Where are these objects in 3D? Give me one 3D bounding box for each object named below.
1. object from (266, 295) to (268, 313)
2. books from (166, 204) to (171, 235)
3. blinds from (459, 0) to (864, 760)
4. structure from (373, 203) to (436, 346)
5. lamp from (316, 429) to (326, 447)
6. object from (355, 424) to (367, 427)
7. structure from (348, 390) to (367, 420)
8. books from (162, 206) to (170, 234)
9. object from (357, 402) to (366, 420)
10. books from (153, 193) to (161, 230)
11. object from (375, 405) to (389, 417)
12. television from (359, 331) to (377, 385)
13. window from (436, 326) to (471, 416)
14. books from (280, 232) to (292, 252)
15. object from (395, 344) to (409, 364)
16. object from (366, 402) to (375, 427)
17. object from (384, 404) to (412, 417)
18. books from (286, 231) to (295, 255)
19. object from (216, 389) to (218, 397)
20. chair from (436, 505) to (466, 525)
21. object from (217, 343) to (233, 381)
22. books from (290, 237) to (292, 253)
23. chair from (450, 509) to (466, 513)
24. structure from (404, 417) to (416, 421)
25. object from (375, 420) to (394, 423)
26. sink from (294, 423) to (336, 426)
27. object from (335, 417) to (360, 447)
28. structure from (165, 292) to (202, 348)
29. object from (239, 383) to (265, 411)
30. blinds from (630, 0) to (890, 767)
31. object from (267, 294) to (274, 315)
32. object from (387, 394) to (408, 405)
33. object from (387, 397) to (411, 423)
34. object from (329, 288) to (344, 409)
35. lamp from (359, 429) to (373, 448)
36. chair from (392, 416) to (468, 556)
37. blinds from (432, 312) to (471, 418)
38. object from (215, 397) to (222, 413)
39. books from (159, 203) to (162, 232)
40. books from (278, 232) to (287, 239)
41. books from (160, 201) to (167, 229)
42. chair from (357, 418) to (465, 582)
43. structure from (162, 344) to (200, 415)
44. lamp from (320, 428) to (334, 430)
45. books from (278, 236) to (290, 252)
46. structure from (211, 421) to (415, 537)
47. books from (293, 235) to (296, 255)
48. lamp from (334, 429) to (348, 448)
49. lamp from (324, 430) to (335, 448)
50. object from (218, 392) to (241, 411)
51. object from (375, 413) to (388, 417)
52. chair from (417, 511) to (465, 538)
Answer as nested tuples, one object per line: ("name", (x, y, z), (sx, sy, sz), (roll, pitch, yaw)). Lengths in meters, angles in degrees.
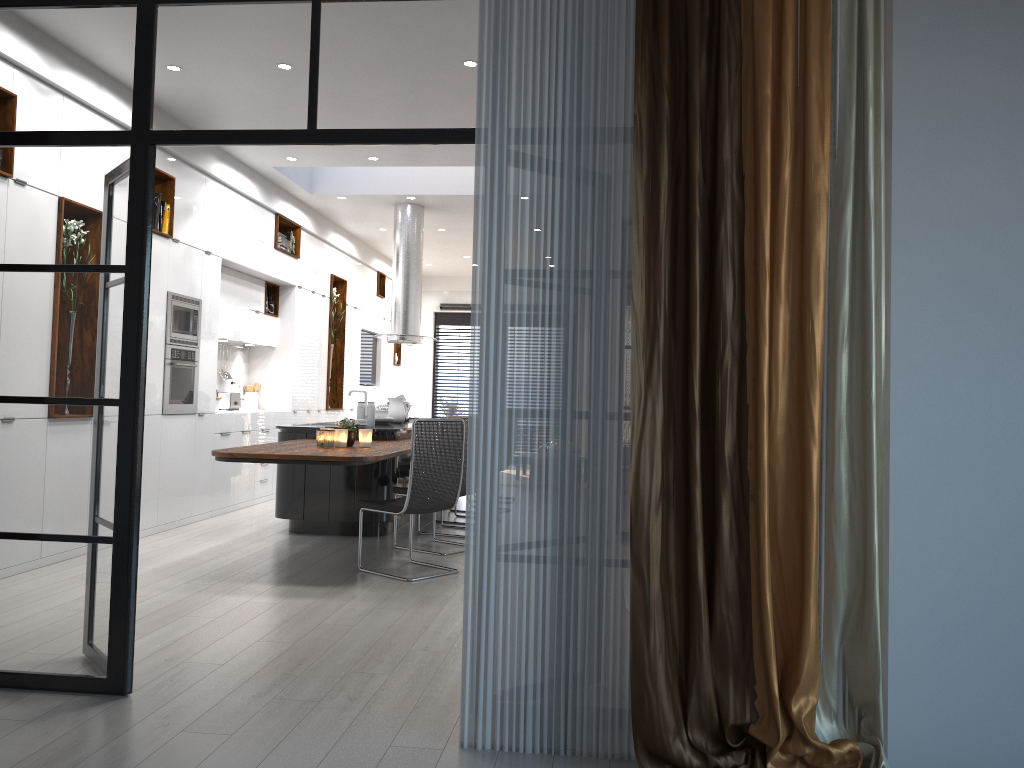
("object", (-2.794, -0.927, 9.915), (0.124, 0.276, 0.124), (2, -2, -6))
("books", (-2.885, -1.334, 7.213), (0.212, 0.264, 0.024), (1, -2, 6))
("blinds", (0.507, -0.302, 2.928), (1.301, 3.072, 0.052), (1, -3, 6))
("structure", (-1.207, -1.254, 10.222), (0.695, 1.610, 1.042), (1, -2, 5))
("lamp", (-1.294, 0.371, 6.034), (0.078, 0.120, 0.078), (2, -2, -11))
("object", (-1.270, 0.350, 7.428), (0.111, 0.023, 0.111), (1, -1, 19))
("structure", (-1.368, 0.211, 7.818), (0.177, 0.311, 0.089), (1, -2, 6))
("books", (-2.874, -1.324, 7.183), (0.184, 0.245, 0.033), (1, -2, 6))
("object", (-1.290, 0.254, 7.580), (0.071, 0.219, 0.071), (3, -3, -30))
("books", (-2.912, -1.369, 7.012), (0.268, 0.322, 0.047), (1, -2, 6))
("object", (-1.340, 0.305, 9.274), (0.211, 0.174, 0.211), (1, -2, 13))
("television", (-2.238, -0.385, 13.490), (0.050, 0.806, 1.186), (1, -1, 6))
("window", (2.924, -1.120, 16.250), (8.566, 5.067, 0.462), (1, -2, 5))
("books", (-2.589, -1.580, 10.005), (0.197, 0.269, 0.025), (1, -2, 6))
("object", (-1.958, -0.645, 15.079), (0.480, 0.627, 0.314), (2, -2, -3))
("object", (-1.207, 0.256, 7.580), (0.071, 0.219, 0.071), (0, -3, 32))
("object", (-1.308, 0.310, 10.143), (0.252, 0.147, 0.266), (3, -2, -41))
("books", (-2.593, -1.587, 10.090), (0.253, 0.312, 0.030), (1, -2, 6))
("object", (-3.023, 0.140, 8.875), (0.220, 0.270, 0.179), (3, -3, -42))
("chair", (-0.411, 0.777, 8.329), (0.537, 1.019, 0.470), (1, -2, 21))
("object", (-3.061, -0.231, 9.445), (0.069, 0.389, 0.320), (1, -2, 7))
("books", (-2.588, -1.578, 10.031), (0.194, 0.273, 0.025), (1, -2, 6))
("chair", (-0.328, 0.794, 9.138), (0.537, 1.019, 0.470), (0, -2, 26))
("structure", (-1.336, 0.395, 10.142), (0.502, 0.026, 0.811), (1, -1, 6))
("object", (-1.276, 0.367, 8.642), (0.264, 0.033, 0.264), (1, -1, 43))
("sink", (-1.579, 0.433, 7.857), (0.485, 0.153, 0.737), (1, -1, 6))
("object", (-1.147, 0.333, 6.193), (0.151, 0.206, 0.157), (1, -2, 23))
("structure", (-2.991, -0.536, 7.519), (0.459, 0.431, 0.594), (1, -2, 6))
("object", (-2.943, 0.138, 9.992), (0.221, 0.316, 0.330), (1, -2, 6))
("blinds", (0.780, -0.304, 2.797), (0.811, 3.048, 0.254), (1, -2, 7))
("object", (-2.774, -0.901, 10.107), (0.123, 0.231, 0.123), (1, -2, 7))
("object", (-1.314, 0.223, 10.145), (0.249, 0.212, 0.256), (0, -2, 42))
("object", (-1.152, 0.263, 8.914), (0.211, 0.254, 0.183), (0, -3, 40))
("object", (-2.401, -0.484, 11.677), (0.322, 1.616, 0.322), (0, -3, 32))
("lamp", (-1.018, 0.377, 6.155), (0.095, 0.124, 0.095), (0, -2, 39))
("chair", (-0.566, 0.747, 6.802), (0.536, 1.019, 0.470), (0, -3, 36))
("blinds", (-0.151, 0.069, 16.177), (2.585, 2.723, 0.357), (1, -2, 6))
("object", (-2.933, 0.193, 8.325), (0.380, 0.148, 0.263), (1, -1, 6))
("books", (-2.904, -1.326, 7.127), (0.190, 0.254, 0.025), (1, -2, 6))
("books", (-2.649, -1.632, 9.779), (0.250, 0.047, 0.307), (1, -1, 2))
("books", (-2.912, -1.352, 7.156), (0.238, 0.288, 0.030), (1, -2, 6))
("chair", (-0.675, 0.728, 5.871), (0.536, 1.019, 0.470), (0, -3, 41))
("structure", (-2.985, -0.035, 7.495), (0.495, 0.571, 0.594), (1, -2, 6))
("lamp", (-1.284, 0.370, 6.139), (0.095, 0.124, 0.095), (1, -2, 23))
("books", (-2.628, -1.539, 9.794), (0.279, 0.137, 0.345), (1, -1, 1))
("structure", (-1.206, 0.818, 8.019), (1.377, 0.888, 5.635), (1, -1, 6))
("books", (-2.580, -1.581, 10.168), (0.210, 0.267, 0.025), (1, -2, 6))
("lamp", (-1.170, 0.371, 6.055), (0.095, 0.124, 0.095), (2, -2, -1))
("lamp", (-1.229, 0.371, 5.961), (0.078, 0.120, 0.078), (2, -2, -11))
("object", (-3.012, 0.186, 9.446), (0.177, 0.195, 0.260), (1, -2, 6))
("object", (-1.275, 0.309, 8.644), (0.138, 0.051, 0.138), (2, -1, -14))
("chair", (-0.488, 0.763, 7.615), (0.537, 1.019, 0.470), (1, -2, 21))
